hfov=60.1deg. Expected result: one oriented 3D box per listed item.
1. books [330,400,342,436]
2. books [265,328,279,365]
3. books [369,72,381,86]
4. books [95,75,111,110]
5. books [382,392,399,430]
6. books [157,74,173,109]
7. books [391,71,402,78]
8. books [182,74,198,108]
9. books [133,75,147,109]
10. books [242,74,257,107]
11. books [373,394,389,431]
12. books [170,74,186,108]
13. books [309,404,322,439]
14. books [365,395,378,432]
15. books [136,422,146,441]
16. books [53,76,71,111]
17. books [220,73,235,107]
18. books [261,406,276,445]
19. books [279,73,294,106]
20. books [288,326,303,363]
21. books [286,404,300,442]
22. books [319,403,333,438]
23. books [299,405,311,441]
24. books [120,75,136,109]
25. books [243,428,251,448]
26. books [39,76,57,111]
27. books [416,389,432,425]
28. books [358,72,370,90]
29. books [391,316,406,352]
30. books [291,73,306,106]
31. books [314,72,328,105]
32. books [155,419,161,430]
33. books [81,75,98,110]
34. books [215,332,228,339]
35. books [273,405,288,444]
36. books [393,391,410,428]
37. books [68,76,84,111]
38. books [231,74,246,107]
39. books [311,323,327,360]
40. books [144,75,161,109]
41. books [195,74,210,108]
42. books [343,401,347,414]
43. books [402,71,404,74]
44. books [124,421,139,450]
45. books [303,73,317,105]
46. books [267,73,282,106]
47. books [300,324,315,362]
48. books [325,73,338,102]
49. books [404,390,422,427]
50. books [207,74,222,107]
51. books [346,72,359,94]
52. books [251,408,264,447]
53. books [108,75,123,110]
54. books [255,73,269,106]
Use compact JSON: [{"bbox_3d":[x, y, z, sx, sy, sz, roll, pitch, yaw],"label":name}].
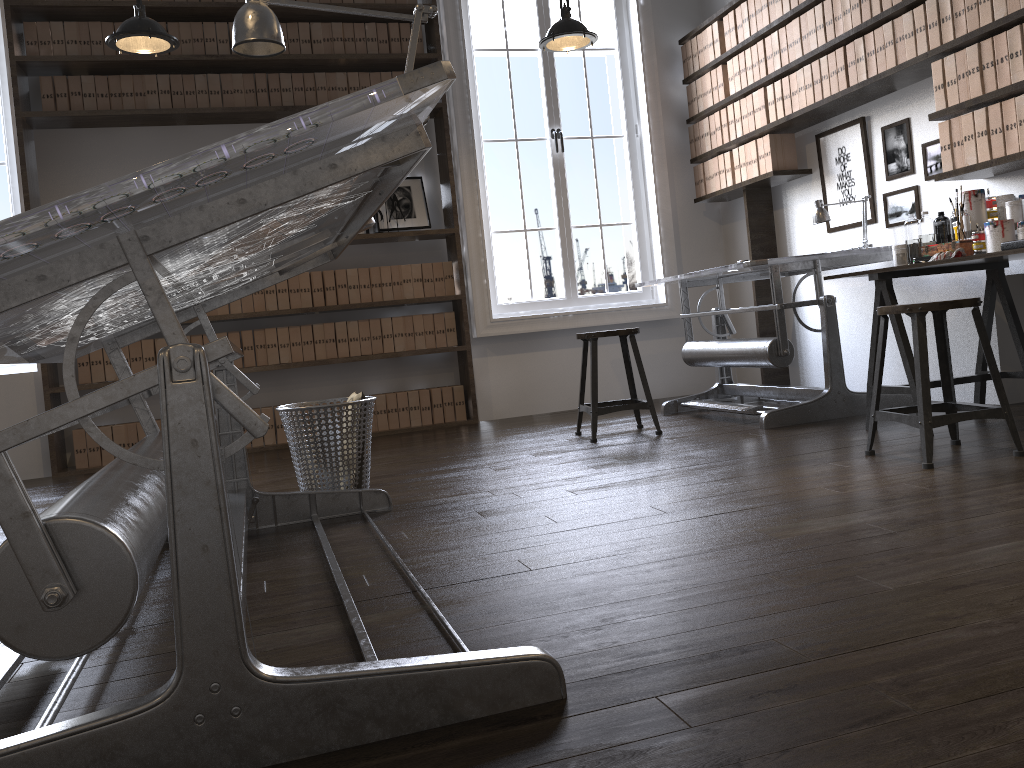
[{"bbox_3d":[-1.101,0.209,5.563,0.067,0.225,0.174,-6,1,-16],"label":"books"},{"bbox_3d":[-1.480,-0.231,5.457,0.067,0.225,0.174,-6,1,-16],"label":"books"},{"bbox_3d":[-0.881,-1.862,5.679,0.067,0.225,0.174,-6,1,-16],"label":"books"},{"bbox_3d":[-2.403,-1.684,5.228,0.067,0.225,0.174,-6,1,-16],"label":"books"},{"bbox_3d":[-0.777,0.172,5.660,0.067,0.225,0.174,-6,1,-16],"label":"books"},{"bbox_3d":[-2.077,-1.722,5.319,0.067,0.226,0.174,-6,1,-16],"label":"books"},{"bbox_3d":[-0.743,-1.877,5.713,0.067,0.225,0.174,-6,1,-16],"label":"books"},{"bbox_3d":[-1.945,-1.737,5.364,0.067,0.225,0.174,-6,1,-16],"label":"books"},{"bbox_3d":[-2.207,-1.707,5.284,0.067,0.225,0.174,-6,1,-16],"label":"books"},{"bbox_3d":[-1.617,-1.775,5.461,0.067,0.225,0.174,-6,1,-16],"label":"books"},{"bbox_3d":[-0.839,0.179,5.636,0.067,0.226,0.174,-6,1,-16],"label":"books"},{"bbox_3d":[-2.011,-1.729,5.343,0.067,0.225,0.174,-6,1,-16],"label":"books"},{"bbox_3d":[-1.232,0.225,5.519,0.067,0.226,0.174,-6,1,-16],"label":"books"},{"bbox_3d":[-0.904,0.187,5.621,0.067,0.225,0.174,-6,1,-16],"label":"books"},{"bbox_3d":[-2.167,0.334,5.243,0.067,0.226,0.174,-6,1,-16],"label":"books"},{"bbox_3d":[-2.609,-1.659,5.162,0.067,0.226,0.174,-6,1,-16],"label":"books"},{"bbox_3d":[-1.738,-1.761,5.418,0.067,0.226,0.174,-6,1,-16],"label":"books"},{"bbox_3d":[-1.497,0.256,5.444,0.067,0.225,0.174,-6,1,-16],"label":"books"},{"bbox_3d":[-1.406,-1.800,5.519,0.067,0.225,0.174,-6,1,-16],"label":"books"},{"bbox_3d":[-1.346,-0.247,5.504,0.067,0.225,0.174,-6,1,-16],"label":"books"},{"bbox_3d":[-1.357,0.240,5.486,0.067,0.225,0.174,-6,1,-16],"label":"books"},{"bbox_3d":[-1.168,0.217,5.546,0.067,0.225,0.174,-6,1,-16],"label":"books"},{"bbox_3d":[-1.297,0.232,5.505,0.067,0.225,0.174,-6,1,-16],"label":"books"},{"bbox_3d":[-2.269,-1.699,5.261,0.067,0.226,0.174,-6,1,-16],"label":"books"},{"bbox_3d":[-1.635,0.272,5.400,0.067,0.226,0.174,-6,1,-16],"label":"books"},{"bbox_3d":[-2.681,-1.651,5.146,0.067,0.225,0.174,-6,1,-16],"label":"books"},{"bbox_3d":[-0.574,0.148,5.721,0.067,0.225,0.174,-6,1,-16],"label":"books"},{"bbox_3d":[-0.947,-1.854,5.658,0.067,0.225,0.174,-6,1,-16],"label":"books"},{"bbox_3d":[-0.739,-0.318,5.680,0.067,0.225,0.174,-6,1,-16],"label":"books"},{"bbox_3d":[-1.339,-1.808,5.543,0.067,0.225,0.174,-6,1,-16],"label":"books"},{"bbox_3d":[-1.206,-1.823,5.576,0.067,0.226,0.174,-6,1,-16],"label":"books"},{"bbox_3d":[-2.105,0.327,5.267,0.067,0.225,0.174,-6,1,-16],"label":"books"},{"bbox_3d":[-2.470,-1.676,5.204,0.067,0.225,0.174,-6,1,-16],"label":"books"},{"bbox_3d":[-1.754,-0.199,5.378,0.067,0.225,0.174,-6,1,-16],"label":"books"},{"bbox_3d":[-1.426,0.248,5.463,0.067,0.226,0.174,-6,1,-16],"label":"books"},{"bbox_3d":[-0.709,0.164,5.680,0.067,0.225,0.174,-6,1,-16],"label":"books"},{"bbox_3d":[-2.539,-1.668,5.188,0.067,0.225,0.174,-6,1,-16],"label":"books"},{"bbox_3d":[-1.679,-1.768,5.440,0.067,0.225,0.174,-6,1,-16],"label":"books"},{"bbox_3d":[-1.208,-0.263,5.542,0.067,0.225,0.174,-6,1,-16],"label":"books"},{"bbox_3d":[-2.147,-1.713,5.301,0.067,0.225,0.174,-6,1,-16],"label":"books"},{"bbox_3d":[-1.877,-1.745,5.380,0.067,0.225,0.174,-6,1,-16],"label":"books"},{"bbox_3d":[-1.032,0.202,5.580,0.067,0.226,0.174,-6,1,-16],"label":"books"},{"bbox_3d":[-0.680,-1.885,5.731,0.067,0.226,0.174,-6,1,-16],"label":"books"},{"bbox_3d":[-2.232,0.342,5.228,0.067,0.225,0.174,-6,1,-16],"label":"books"},{"bbox_3d":[-1.271,-1.816,5.563,0.067,0.225,0.174,-6,1,-16],"label":"books"},{"bbox_3d":[-1.475,-1.792,5.503,0.067,0.225,0.174,-6,1,-16],"label":"books"},{"bbox_3d":[-1.279,-0.255,5.522,0.067,0.225,0.174,-6,1,-16],"label":"books"},{"bbox_3d":[-1.143,-1.831,5.599,0.067,0.225,0.174,-6,1,-16],"label":"books"},{"bbox_3d":[-0.640,0.156,5.696,0.067,0.225,0.174,-6,1,-16],"label":"books"},{"bbox_3d":[-1.807,-1.753,5.398,0.067,0.225,0.174,-6,1,-16],"label":"books"},{"bbox_3d":[-1.013,-1.846,5.634,0.067,0.226,0.174,-6,1,-16],"label":"books"},{"bbox_3d":[-1.565,0.264,5.420,0.067,0.225,0.174,-6,1,-16],"label":"books"},{"bbox_3d":[-2.335,-1.692,5.248,0.067,0.225,0.174,-6,1,-16],"label":"books"},{"bbox_3d":[-1.545,-1.784,5.477,0.067,0.226,0.174,-6,1,-16],"label":"books"}]
